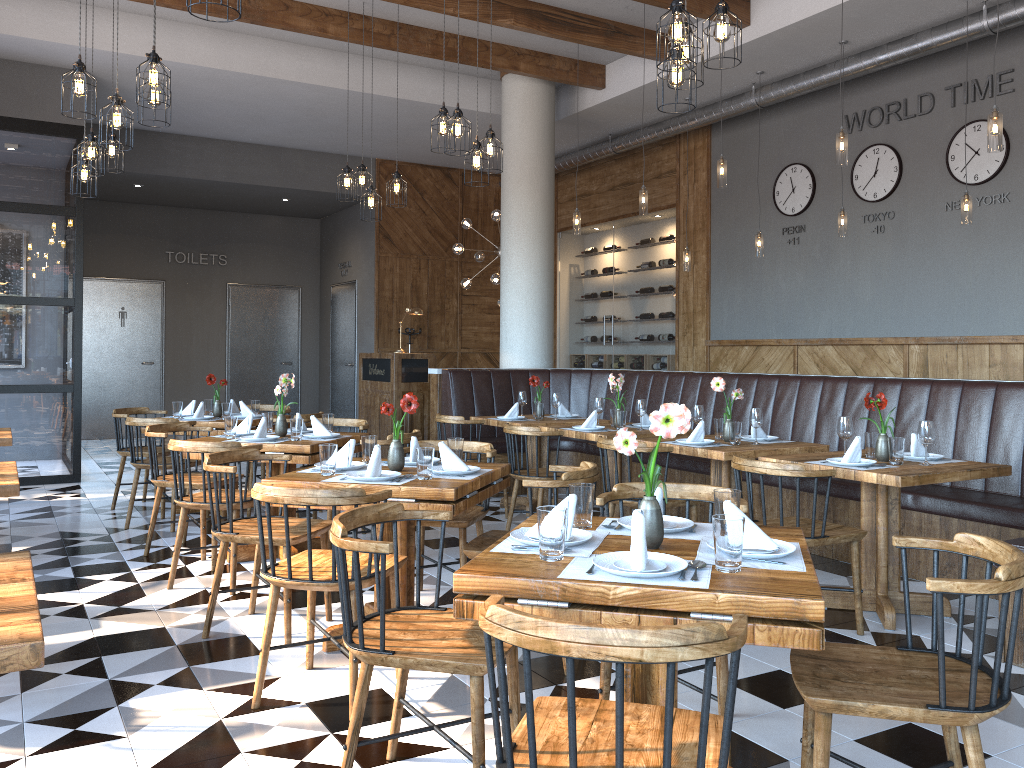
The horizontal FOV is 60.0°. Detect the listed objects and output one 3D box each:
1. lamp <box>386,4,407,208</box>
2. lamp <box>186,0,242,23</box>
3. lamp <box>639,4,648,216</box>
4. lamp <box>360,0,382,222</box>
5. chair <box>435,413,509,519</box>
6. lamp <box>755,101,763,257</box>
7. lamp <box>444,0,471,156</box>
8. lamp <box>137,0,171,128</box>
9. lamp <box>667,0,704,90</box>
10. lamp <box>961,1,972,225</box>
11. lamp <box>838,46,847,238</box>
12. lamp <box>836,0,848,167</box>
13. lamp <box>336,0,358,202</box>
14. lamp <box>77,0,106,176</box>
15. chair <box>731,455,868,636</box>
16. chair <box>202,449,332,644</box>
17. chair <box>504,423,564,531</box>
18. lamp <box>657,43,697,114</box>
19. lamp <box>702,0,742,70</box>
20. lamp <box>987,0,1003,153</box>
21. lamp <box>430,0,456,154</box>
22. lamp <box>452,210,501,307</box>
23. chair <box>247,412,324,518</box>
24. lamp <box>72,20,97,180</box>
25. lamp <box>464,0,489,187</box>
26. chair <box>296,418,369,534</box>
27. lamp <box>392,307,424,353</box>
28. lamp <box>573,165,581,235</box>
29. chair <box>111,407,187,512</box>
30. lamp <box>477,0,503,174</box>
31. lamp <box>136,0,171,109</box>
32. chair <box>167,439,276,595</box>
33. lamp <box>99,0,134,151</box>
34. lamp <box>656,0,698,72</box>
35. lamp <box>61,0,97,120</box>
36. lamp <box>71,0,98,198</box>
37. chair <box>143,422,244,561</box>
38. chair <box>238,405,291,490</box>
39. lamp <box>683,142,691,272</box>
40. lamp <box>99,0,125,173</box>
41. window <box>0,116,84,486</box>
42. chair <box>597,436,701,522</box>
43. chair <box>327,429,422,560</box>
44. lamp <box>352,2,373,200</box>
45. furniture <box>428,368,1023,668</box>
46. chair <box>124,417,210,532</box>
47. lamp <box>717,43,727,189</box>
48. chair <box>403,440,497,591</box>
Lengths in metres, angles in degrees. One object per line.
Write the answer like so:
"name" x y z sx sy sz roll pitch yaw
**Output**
"lamp" -1.008 -2.602 7.805 0.175 2.071 0.175 1 -1 -20
"lamp" -1.020 -2.314 3.066 0.175 2.071 0.175 1 -1 -11
"lamp" 1.177 -2.488 7.899 0.078 1.965 0.078 1 -1 -44
"lamp" -1.229 -2.471 7.778 0.175 2.071 0.175 0 -1 13
"chair" -0.330 0.647 7.040 0.549 0.817 0.519 0 0 -30
"lamp" 2.424 -2.225 8.673 0.078 1.965 0.078 1 -1 -44
"lamp" -0.357 -2.579 5.939 0.175 2.071 0.175 0 -1 32
"lamp" -2.101 -2.567 5.230 0.175 2.071 0.175 0 -1 43
"lamp" 0.868 -2.520 4.409 0.175 2.071 0.175 0 -1 19
"lamp" 3.500 -2.207 6.817 0.078 1.965 0.078 1 -1 -23
"lamp" 2.920 -2.278 7.818 0.078 1.965 0.078 0 -1 5
"lamp" 2.253 -2.470 6.044 0.078 1.965 0.078 1 -1 -11
"lamp" -1.442 -2.648 7.799 0.175 2.071 0.175 0 -1 2
"lamp" -3.075 -2.573 6.500 0.175 2.071 0.175 0 -1 39
"chair" 1.327 0.753 4.179 0.549 0.817 0.519 0 0 -30
"chair" -1.150 0.737 4.148 0.550 0.817 0.519 0 0 15
"chair" 0.222 0.682 6.086 0.549 0.817 0.519 0 0 -30
"lamp" 0.786 -2.339 4.207 0.175 2.071 0.175 0 -1 31
"lamp" 1.014 -2.570 4.260 0.175 2.071 0.175 0 -1 31
"lamp" 2.790 -2.322 5.115 0.078 1.965 0.078 0 -1 10
"lamp" -0.466 -2.642 6.117 0.175 2.071 0.175 0 -1 43
"lamp" -0.107 -2.068 11.403 1.186 2.193 1.161 0 0 21
"chair" -1.784 0.636 7.061 0.550 0.817 0.519 0 0 15
"lamp" -3.305 -2.630 6.869 0.175 2.071 0.175 1 -1 -29
"lamp" -0.236 -2.409 6.115 0.175 2.071 0.175 0 -1 43
"chair" -1.293 0.668 6.214 0.519 0.817 0.549 0 0 15
"lamp" -1.074 -0.421 9.115 0.170 0.757 0.445 0 0 35
"lamp" 0.650 -2.463 8.809 0.078 1.965 0.078 0 -1 2
"chair" -3.030 0.617 7.394 0.550 0.817 0.519 0 0 15
"lamp" -0.148 -2.546 6.320 0.175 2.071 0.175 0 -1 10
"lamp" -2.028 -2.617 5.035 0.175 2.071 0.175 1 -1 -36
"chair" -1.625 0.706 4.968 0.519 0.817 0.549 0 0 15
"lamp" -2.257 -2.389 5.079 0.175 2.071 0.175 1 -1 -36
"lamp" 0.747 -2.463 3.991 0.175 2.071 0.175 0 -1 -3
"lamp" -2.381 -2.515 4.897 0.175 2.071 0.175 0 -1 21
"lamp" -3.211 -2.449 6.674 0.175 2.071 0.175 1 -1 -18
"chair" -2.082 0.677 5.757 0.550 0.817 0.519 0 0 15
"chair" -2.260 0.606 7.865 0.519 0.817 0.549 0 0 15
"lamp" 1.897 -2.200 9.582 0.078 1.965 0.078 0 -1 2
"lamp" -3.096 -2.685 6.878 0.175 2.071 0.175 1 -1 -18
"window" -5.933 -0.804 9.060 2.727 3.550 2.186 0 0 -30
"chair" 0.774 0.718 5.132 0.549 0.817 0.519 0 0 -30
"chair" -0.836 0.697 5.425 0.550 0.817 0.519 0 0 15
"lamp" -1.342 -2.710 7.982 0.175 2.071 0.175 0 -1 13
"furniture" 1.655 0.518 6.300 1.917 1.150 6.589 0 2 -30
"chair" -2.573 0.646 6.605 0.519 0.817 0.549 0 0 15
"lamp" 1.673 -2.541 7.045 0.078 1.965 0.078 0 -1 5
"chair" -0.361 0.727 4.604 0.519 0.817 0.549 0 0 15
